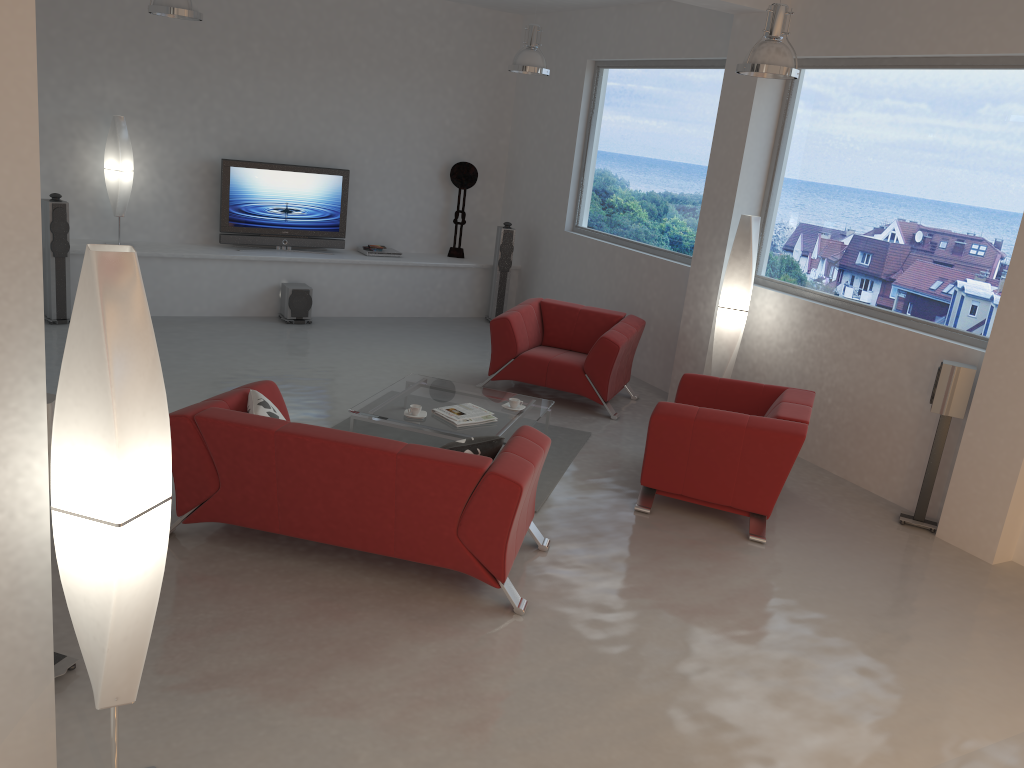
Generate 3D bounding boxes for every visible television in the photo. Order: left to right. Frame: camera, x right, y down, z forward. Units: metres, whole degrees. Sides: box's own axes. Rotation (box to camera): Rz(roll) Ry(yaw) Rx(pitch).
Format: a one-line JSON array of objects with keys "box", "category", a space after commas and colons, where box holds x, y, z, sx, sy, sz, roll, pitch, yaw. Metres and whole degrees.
[{"box": [-2.444, -1.901, 9.577, 1.356, 0.919, 0.343, -2, 18, -29], "category": "television"}]

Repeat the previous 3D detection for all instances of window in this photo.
[{"box": [1.391, -2.210, 8.667, 0.100, 1.800, 2.400, -2, 18, -29], "category": "window"}, {"box": [2.726, -1.383, 6.350, 0.100, 1.800, 2.400, -2, 18, -29], "category": "window"}]

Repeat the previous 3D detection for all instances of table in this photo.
[{"box": [-0.404, 0.285, 6.321, 1.162, 0.286, 1.097, 11, 16, 14], "category": "table"}]

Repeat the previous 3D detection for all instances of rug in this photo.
[{"box": [-0.424, 0.427, 6.350, 1.700, 0.025, 1.700, 11, 16, 14], "category": "rug"}]

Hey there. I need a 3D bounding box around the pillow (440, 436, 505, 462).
[{"box": [-0.276, 0.410, 4.490, 0.402, 0.343, 0.288, -5, 20, -36], "category": "pillow"}]

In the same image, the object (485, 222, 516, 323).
[{"box": [-0.123, -1.308, 10.390, 0.255, 1.184, 0.273, 3, 16, -15], "category": "object"}]

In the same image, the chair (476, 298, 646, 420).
[{"box": [0.472, -0.275, 7.849, 1.288, 0.738, 0.951, 12, 17, 19], "category": "chair"}]

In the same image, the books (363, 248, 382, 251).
[{"box": [-1.595, -1.545, 10.160, 0.135, 0.015, 0.190, 14, 17, 23], "category": "books"}]

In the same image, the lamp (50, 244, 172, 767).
[{"box": [-1.156, 0.492, 2.572, 0.313, 1.779, 0.313, 1, 17, -22], "category": "lamp"}]

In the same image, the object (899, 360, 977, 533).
[{"box": [2.766, 0.409, 5.758, 0.229, 1.112, 0.214, 14, 17, 23], "category": "object"}]

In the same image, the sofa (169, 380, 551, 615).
[{"box": [-0.765, 0.499, 4.620, 1.929, 0.738, 0.951, 10, 16, 9], "category": "sofa"}]

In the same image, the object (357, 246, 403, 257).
[{"box": [-1.529, -1.528, 10.236, 0.430, 0.045, 0.352, -2, 18, -29], "category": "object"}]

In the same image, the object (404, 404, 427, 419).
[{"box": [-0.645, 0.181, 5.933, 0.153, 0.069, 0.153, 6, 16, -4], "category": "object"}]

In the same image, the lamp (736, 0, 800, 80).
[{"box": [1.628, -2.297, 5.398, 0.379, 0.800, 0.379, 6, 16, -2], "category": "lamp"}]

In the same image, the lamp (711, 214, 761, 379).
[{"box": [1.756, -0.460, 7.142, 0.313, 1.779, 0.313, -5, 20, -37], "category": "lamp"}]

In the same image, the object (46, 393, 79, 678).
[{"box": [-1.739, 0.586, 3.215, 0.214, 1.112, 0.229, 11, 16, 14], "category": "object"}]

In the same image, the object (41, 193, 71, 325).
[{"box": [-4.174, -1.152, 8.117, 0.255, 1.184, 0.273, -9, 22, -43], "category": "object"}]

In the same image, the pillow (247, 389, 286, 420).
[{"box": [-1.246, 0.246, 4.651, 0.288, 0.343, 0.402, 0, 17, -22], "category": "pillow"}]

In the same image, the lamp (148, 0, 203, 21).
[{"box": [-2.424, -3.081, 6.407, 0.379, 0.800, 0.379, -4, 19, -33], "category": "lamp"}]

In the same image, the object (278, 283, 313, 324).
[{"box": [-2.276, -0.850, 9.351, 0.336, 0.374, 0.337, -2, 18, -29], "category": "object"}]

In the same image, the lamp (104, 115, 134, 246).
[{"box": [-3.834, -1.973, 8.651, 0.263, 1.239, 0.263, -5, 20, -37], "category": "lamp"}]

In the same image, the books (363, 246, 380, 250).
[{"box": [-1.595, -1.560, 10.158, 0.135, 0.015, 0.190, 20, 20, 38], "category": "books"}]

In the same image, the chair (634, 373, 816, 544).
[{"box": [1.441, 0.396, 5.918, 0.951, 0.738, 1.288, 12, 17, 19], "category": "chair"}]

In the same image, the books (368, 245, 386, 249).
[{"box": [-1.547, -1.574, 10.175, 0.190, 0.015, 0.135, 1, 17, -20], "category": "books"}]

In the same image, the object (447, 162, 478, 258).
[{"box": [-0.614, -2.073, 10.572, 0.331, 1.130, 0.108, 5, 16, -6], "category": "object"}]

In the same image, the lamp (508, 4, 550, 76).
[{"box": [0.197, -3.183, 7.882, 0.379, 0.800, 0.379, 9, 16, 9], "category": "lamp"}]

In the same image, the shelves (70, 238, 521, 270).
[{"box": [-2.441, -1.404, 9.616, 5.500, 0.050, 0.650, -2, 18, -29], "category": "shelves"}]

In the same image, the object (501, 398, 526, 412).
[{"box": [0.013, 0.144, 6.343, 0.153, 0.069, 0.153, 15, 18, 25], "category": "object"}]

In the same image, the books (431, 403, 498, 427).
[{"box": [-0.323, 0.206, 6.045, 0.367, 0.035, 0.345, -6, 21, -39], "category": "books"}]
